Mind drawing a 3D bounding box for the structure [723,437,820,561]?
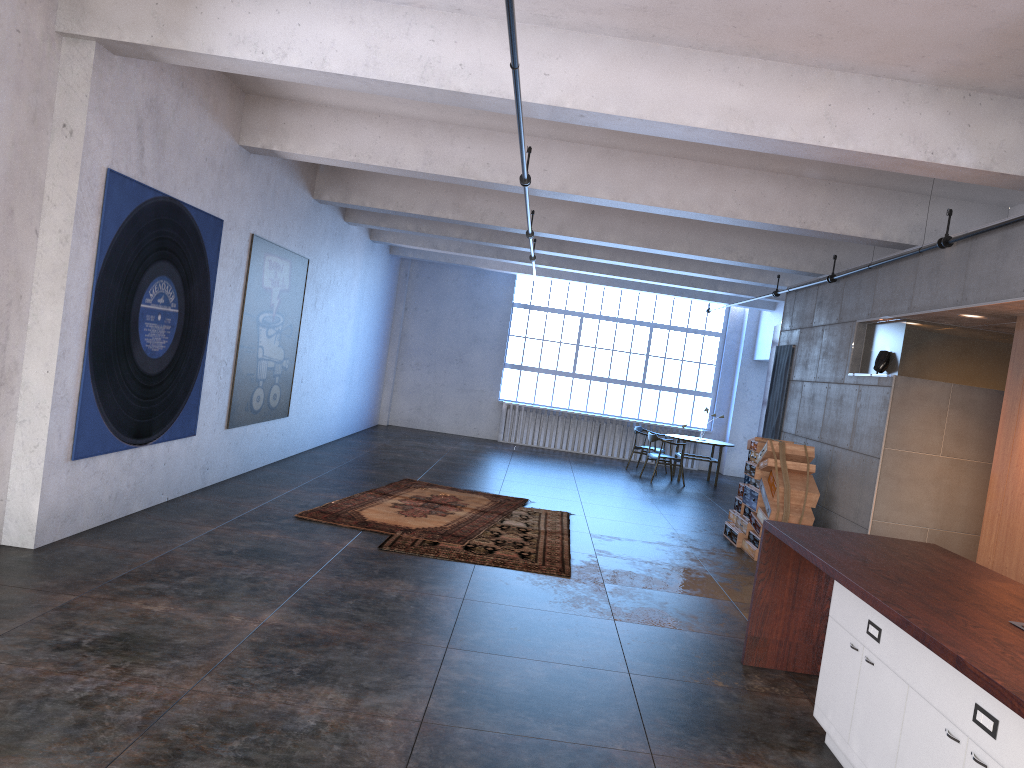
[{"bbox_3d":[2.955,1.276,10.208,0.638,1.316,1.912,8,2,2],"label":"structure"}]

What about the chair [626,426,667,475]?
[{"bbox_3d":[2.664,1.289,17.180,0.661,0.865,0.741,9,2,27],"label":"chair"}]

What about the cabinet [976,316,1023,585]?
[{"bbox_3d":[5.007,0.958,3.318,2.379,2.564,8.103,8,2,2],"label":"cabinet"}]

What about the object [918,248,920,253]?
[{"bbox_3d":[4.194,1.138,2.502,0.063,0.051,0.053,8,2,-7],"label":"object"}]

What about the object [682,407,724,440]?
[{"bbox_3d":[3.599,0.738,16.700,0.773,0.624,0.240,8,2,2],"label":"object"}]

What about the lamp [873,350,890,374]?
[{"bbox_3d":[3.753,-0.209,8.946,0.215,0.259,0.169,8,2,-18],"label":"lamp"}]

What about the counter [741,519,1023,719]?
[{"bbox_3d":[2.034,1.523,2.524,1.141,0.972,6.653,8,2,2],"label":"counter"}]

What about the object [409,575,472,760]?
[{"bbox_3d":[2.990,2.215,5.588,19.744,0.001,27.190,8,2,1],"label":"object"}]

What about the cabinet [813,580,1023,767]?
[{"bbox_3d":[1.998,1.564,1.914,0.922,0.930,5.646,8,2,2],"label":"cabinet"}]

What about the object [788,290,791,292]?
[{"bbox_3d":[4.263,1.171,2.523,0.063,0.052,0.052,7,3,-41],"label":"object"}]

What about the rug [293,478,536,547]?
[{"bbox_3d":[-0.896,1.359,9.912,1.862,0.048,3.547,9,2,11],"label":"rug"}]

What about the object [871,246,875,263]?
[{"bbox_3d":[4.279,1.160,2.579,0.053,0.053,0.062,6,3,-42],"label":"object"}]

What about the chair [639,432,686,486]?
[{"bbox_3d":[2.723,1.335,15.777,0.680,0.865,0.720,8,2,-12],"label":"chair"}]

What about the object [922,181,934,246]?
[{"bbox_3d":[4.243,1.140,2.631,0.058,0.060,0.051,10,2,35],"label":"object"}]

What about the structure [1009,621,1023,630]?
[{"bbox_3d":[2.346,1.049,3.439,0.512,0.072,0.639,8,2,1],"label":"structure"}]

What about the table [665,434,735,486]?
[{"bbox_3d":[3.490,1.472,16.745,1.280,0.852,1.339,10,2,44],"label":"table"}]

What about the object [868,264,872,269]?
[{"bbox_3d":[4.247,1.203,2.569,0.061,0.053,0.053,10,3,43],"label":"object"}]
